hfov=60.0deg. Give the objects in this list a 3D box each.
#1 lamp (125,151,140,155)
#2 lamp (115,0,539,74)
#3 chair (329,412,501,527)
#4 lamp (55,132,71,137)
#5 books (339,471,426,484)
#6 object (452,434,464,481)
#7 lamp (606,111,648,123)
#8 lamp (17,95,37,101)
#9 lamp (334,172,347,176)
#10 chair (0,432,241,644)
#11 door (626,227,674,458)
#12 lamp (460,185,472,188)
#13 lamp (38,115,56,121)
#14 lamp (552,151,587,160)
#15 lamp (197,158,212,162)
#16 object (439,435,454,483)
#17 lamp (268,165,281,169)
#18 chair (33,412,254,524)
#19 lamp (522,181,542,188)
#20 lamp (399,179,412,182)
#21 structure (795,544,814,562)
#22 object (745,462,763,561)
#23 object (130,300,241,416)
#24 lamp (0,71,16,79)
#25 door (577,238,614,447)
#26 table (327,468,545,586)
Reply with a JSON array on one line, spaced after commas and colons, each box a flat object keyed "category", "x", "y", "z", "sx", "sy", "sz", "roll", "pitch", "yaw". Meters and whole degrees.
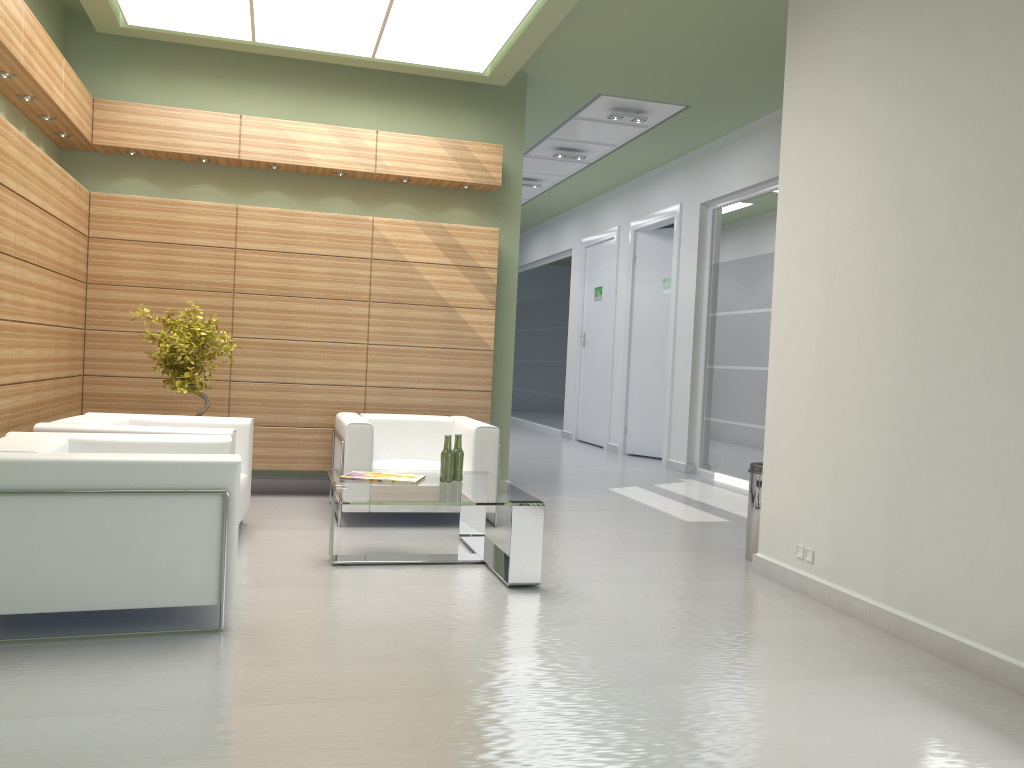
[{"category": "lamp", "x": -4.993, "y": -3.067, "z": 11.665, "sx": 0.181, "sy": 0.074, "sz": 0.181, "roll": 2, "pitch": 1, "yaw": -21}, {"category": "lamp", "x": -1.932, "y": -4.450, "z": 9.194, "sx": 4.571, "sy": 0.325, "sz": 5.060, "roll": 2, "pitch": 1, "yaw": -15}, {"category": "chair", "x": -1.269, "y": 1.050, "z": 11.216, "sx": 1.894, "sy": 1.234, "sz": 1.802, "roll": 2, "pitch": 1, "yaw": -15}, {"category": "lamp", "x": -5.486, "y": -3.072, "z": 10.842, "sx": 0.181, "sy": 0.074, "sz": 0.181, "roll": 2, "pitch": 2, "yaw": -32}, {"category": "books", "x": -1.291, "y": 0.937, "z": 8.910, "sx": 0.762, "sy": 0.025, "sz": 0.508, "roll": 3, "pitch": 1, "yaw": 5}, {"category": "object", "x": -0.554, "y": 0.746, "z": 8.996, "sx": 0.131, "sy": 0.475, "sz": 0.131, "roll": 4, "pitch": 2, "yaw": 40}, {"category": "lamp", "x": 1.971, "y": -4.592, "z": 15.156, "sx": 0.657, "sy": 0.159, "sz": 0.286, "roll": 2, "pitch": 1, "yaw": -15}, {"category": "lamp", "x": -5.065, "y": -3.015, "z": 9.270, "sx": 0.181, "sy": 0.074, "sz": 0.181, "roll": 2, "pitch": 2, "yaw": -32}, {"category": "lamp", "x": -2.389, "y": -2.957, "z": 12.367, "sx": 0.181, "sy": 0.074, "sz": 0.181, "roll": 2, "pitch": 1, "yaw": -21}, {"category": "chair", "x": -3.065, "y": 1.065, "z": 6.834, "sx": 1.802, "sy": 1.234, "sz": 1.894, "roll": 2, "pitch": 1, "yaw": -20}, {"category": "door", "x": 3.493, "y": -0.899, "z": 19.536, "sx": 2.089, "sy": 5.083, "sz": 0.134, "roll": 4, "pitch": 2, "yaw": 45}, {"category": "lamp", "x": -0.664, "y": -2.884, "z": 12.832, "sx": 0.181, "sy": 0.074, "sz": 0.181, "roll": 2, "pitch": 1, "yaw": -21}, {"category": "lamp", "x": -5.277, "y": -3.043, "z": 10.062, "sx": 0.181, "sy": 0.074, "sz": 0.181, "roll": 2, "pitch": 2, "yaw": -43}, {"category": "lamp", "x": 1.182, "y": -4.699, "z": 18.102, "sx": 0.657, "sy": 0.159, "sz": 0.286, "roll": 2, "pitch": 1, "yaw": -15}, {"category": "lamp", "x": -4.126, "y": -3.031, "z": 11.899, "sx": 0.181, "sy": 0.074, "sz": 0.181, "roll": 2, "pitch": 1, "yaw": -21}, {"category": "object", "x": -0.648, "y": 0.745, "z": 8.846, "sx": 0.131, "sy": 0.475, "sz": 0.131, "roll": 4, "pitch": 2, "yaw": 40}, {"category": "lamp", "x": -3.249, "y": -2.993, "z": 12.135, "sx": 0.181, "sy": 0.074, "sz": 0.181, "roll": 4, "pitch": 2, "yaw": 36}, {"category": "chair", "x": -3.650, "y": 0.984, "z": 9.082, "sx": 1.769, "sy": 1.234, "sz": 1.894, "roll": 3, "pitch": 1, "yaw": -10}, {"category": "lamp", "x": 0.357, "y": -4.811, "z": 21.180, "sx": 0.657, "sy": 0.159, "sz": 0.286, "roll": 2, "pitch": 1, "yaw": -15}, {"category": "lamp", "x": -1.518, "y": -2.920, "z": 12.602, "sx": 0.181, "sy": 0.074, "sz": 0.181, "roll": 4, "pitch": 2, "yaw": 36}, {"category": "structure", "x": 2.688, "y": 1.553, "z": 8.147, "sx": 0.017, "sy": 0.118, "sz": 0.262, "roll": 2, "pitch": 1, "yaw": -15}, {"category": "object", "x": 2.765, "y": 1.381, "z": 9.544, "sx": 0.483, "sy": 1.027, "sz": 0.482, "roll": 1, "pitch": 2, "yaw": -44}, {"category": "object", "x": -3.999, "y": 0.255, "z": 10.655, "sx": 1.116, "sy": 2.565, "sz": 1.201, "roll": 4, "pitch": 2, "yaw": 43}, {"category": "lamp", "x": -4.858, "y": -2.987, "z": 8.499, "sx": 0.181, "sy": 0.074, "sz": 0.181, "roll": 2, "pitch": 2, "yaw": -32}, {"category": "door", "x": 2.099, "y": -1.035, "z": 22.479, "sx": 0.250, "sy": 5.083, "sz": 2.089, "roll": 2, "pitch": 1, "yaw": -15}, {"category": "table", "x": -0.865, "y": 1.349, "z": 8.675, "sx": 1.783, "sy": 0.742, "sz": 2.197, "roll": 2, "pitch": 1, "yaw": -15}]
